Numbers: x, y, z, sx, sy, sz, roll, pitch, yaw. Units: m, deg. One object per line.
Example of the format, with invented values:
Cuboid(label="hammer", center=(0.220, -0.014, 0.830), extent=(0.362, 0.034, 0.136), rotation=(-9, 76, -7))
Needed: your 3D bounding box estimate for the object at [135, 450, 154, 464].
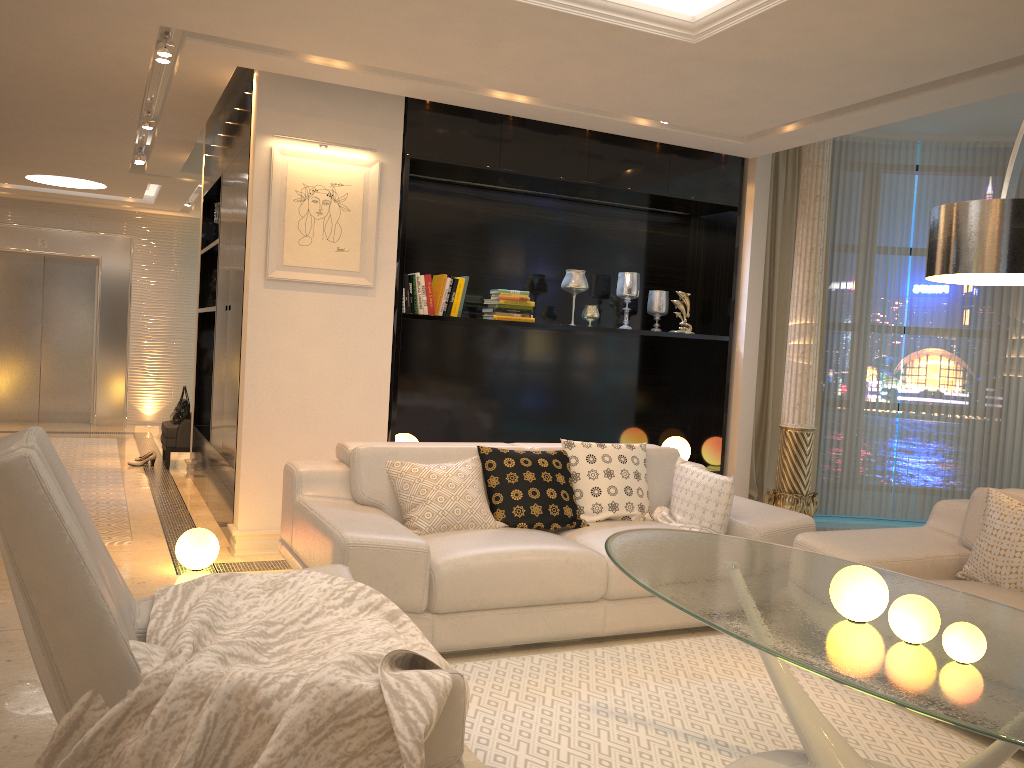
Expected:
Cuboid(label="object", center=(-3.318, 0.651, 8.036), extent=(0.235, 0.135, 0.084), rotation=(4, 3, 23))

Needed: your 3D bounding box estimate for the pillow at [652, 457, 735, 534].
Cuboid(label="pillow", center=(0.875, 0.542, 4.352), extent=(0.281, 0.325, 0.521), rotation=(3, 2, -16))

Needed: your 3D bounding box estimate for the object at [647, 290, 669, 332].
Cuboid(label="object", center=(1.058, -0.516, 6.448), extent=(0.147, 0.317, 0.147), rotation=(2, 3, -23))

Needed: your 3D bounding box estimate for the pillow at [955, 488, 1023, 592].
Cuboid(label="pillow", center=(2.011, 0.633, 3.497), extent=(0.222, 0.380, 0.463), rotation=(2, 3, -21))

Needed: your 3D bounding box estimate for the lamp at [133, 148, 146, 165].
Cuboid(label="lamp", center=(-3.276, -2.003, 7.800), extent=(0.107, 0.127, 0.235), rotation=(2, 3, -25))

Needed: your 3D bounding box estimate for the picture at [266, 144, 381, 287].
Cuboid(label="picture", center=(-1.055, -0.933, 4.986), extent=(0.610, 0.729, 0.027), rotation=(2, 3, -25))

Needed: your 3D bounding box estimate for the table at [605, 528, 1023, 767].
Cuboid(label="table", center=(0.934, 0.896, 2.418), extent=(0.999, 0.565, 2.140), rotation=(2, 3, -26))

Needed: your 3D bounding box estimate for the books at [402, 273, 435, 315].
Cuboid(label="books", center=(-0.616, -0.561, 5.468), extent=(0.240, 0.270, 0.208), rotation=(2, 3, -25))

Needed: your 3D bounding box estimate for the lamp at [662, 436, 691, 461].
Cuboid(label="lamp", center=(1.200, 0.490, 6.495), extent=(0.212, 0.214, 0.213), rotation=(4, 3, 25))

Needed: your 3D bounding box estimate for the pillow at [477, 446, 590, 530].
Cuboid(label="pillow", center=(0.110, 0.490, 4.227), extent=(0.524, 0.355, 0.323), rotation=(2, 3, -25))

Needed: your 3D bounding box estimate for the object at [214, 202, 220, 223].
Cuboid(label="object", center=(-2.174, -1.218, 6.704), extent=(0.155, 0.347, 0.155), rotation=(1, 3, -45))

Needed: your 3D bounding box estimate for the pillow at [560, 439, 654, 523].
Cuboid(label="pillow", center=(0.507, 0.488, 4.459), extent=(0.526, 0.399, 0.255), rotation=(2, 3, -25))

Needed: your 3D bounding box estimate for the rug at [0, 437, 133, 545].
Cuboid(label="rug", center=(-3.898, 0.720, 6.987), extent=(1.526, 0.015, 5.025), rotation=(2, 3, -25))

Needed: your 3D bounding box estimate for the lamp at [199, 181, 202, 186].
Cuboid(label="lamp", center=(-3.094, -2.038, 8.872), extent=(0.107, 0.127, 0.107), rotation=(1, 3, -44))

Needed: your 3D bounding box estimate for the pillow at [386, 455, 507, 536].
Cuboid(label="pillow", center=(-0.302, 0.509, 4.025), extent=(0.521, 0.329, 0.351), rotation=(2, 3, -25))

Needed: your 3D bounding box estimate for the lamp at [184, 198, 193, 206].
Cuboid(label="lamp", center=(-3.777, -2.138, 10.339), extent=(0.107, 0.127, 0.107), rotation=(1, 3, -44))

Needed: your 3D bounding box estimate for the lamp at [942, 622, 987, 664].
Cuboid(label="lamp", center=(1.031, 0.590, 2.023), extent=(0.090, 0.091, 0.090), rotation=(4, 3, 25))

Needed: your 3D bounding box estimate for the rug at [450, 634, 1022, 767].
Cuboid(label="rug", center=(0.919, 1.192, 2.403), extent=(1.661, 0.020, 2.900), rotation=(2, 3, -25))

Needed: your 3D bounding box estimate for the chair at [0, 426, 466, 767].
Cuboid(label="chair", center=(-0.725, 0.615, 2.144), extent=(0.983, 0.991, 1.027), rotation=(2, 3, -26))

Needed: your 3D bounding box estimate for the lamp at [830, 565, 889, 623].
Cuboid(label="lamp", center=(0.902, 0.544, 2.304), extent=(0.143, 0.143, 0.143), rotation=(1, 3, -41))

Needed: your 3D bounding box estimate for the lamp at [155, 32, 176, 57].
Cuboid(label="lamp", center=(-1.826, -1.788, 4.664), extent=(0.107, 0.127, 0.107), rotation=(1, 3, -44))

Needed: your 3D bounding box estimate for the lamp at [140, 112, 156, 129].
Cuboid(label="lamp", center=(-2.633, -1.908, 6.412), extent=(0.107, 0.127, 0.107), rotation=(1, 3, -44))

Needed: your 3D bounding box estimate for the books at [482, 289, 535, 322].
Cuboid(label="books", center=(-0.018, -0.506, 5.781), extent=(0.296, 0.197, 0.260), rotation=(2, 3, -22))

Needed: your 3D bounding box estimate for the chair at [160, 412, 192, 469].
Cuboid(label="chair", center=(-2.836, 0.290, 8.131), extent=(0.702, 0.898, 0.625), rotation=(2, 3, -24))

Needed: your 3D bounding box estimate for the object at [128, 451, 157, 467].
Cuboid(label="object", center=(-3.273, 0.661, 7.848), extent=(0.235, 0.135, 0.084), rotation=(2, 3, -23))

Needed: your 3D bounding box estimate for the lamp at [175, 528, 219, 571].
Cuboid(label="lamp", center=(-1.624, 0.851, 4.580), extent=(0.213, 0.214, 0.212), rotation=(4, 2, 14))

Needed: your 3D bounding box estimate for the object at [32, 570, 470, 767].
Cuboid(label="object", center=(-0.601, 0.827, 1.989), extent=(0.972, 0.580, 1.347), rotation=(4, 2, 12))

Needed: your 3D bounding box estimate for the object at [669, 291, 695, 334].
Cuboid(label="object", center=(1.200, -0.501, 6.242), extent=(0.182, 0.293, 0.116), rotation=(2, 3, -28))

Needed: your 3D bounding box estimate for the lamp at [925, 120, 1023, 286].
Cuboid(label="lamp", center=(2.124, -0.018, 2.912), extent=(2.009, 2.519, 0.393), rotation=(2, 3, -25))

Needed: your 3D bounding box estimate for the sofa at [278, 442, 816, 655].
Cuboid(label="sofa", center=(0.173, 0.700, 4.220), extent=(2.328, 0.754, 1.145), rotation=(2, 3, -25))

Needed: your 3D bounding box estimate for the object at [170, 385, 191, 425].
Cuboid(label="object", center=(-3.004, 0.185, 8.059), extent=(0.168, 0.345, 0.366), rotation=(2, 3, -26))

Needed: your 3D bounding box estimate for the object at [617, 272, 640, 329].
Cuboid(label="object", center=(0.824, -0.580, 6.342), extent=(0.156, 0.426, 0.156), rotation=(2, 3, -20))

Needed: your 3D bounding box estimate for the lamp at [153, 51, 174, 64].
Cuboid(label="lamp", center=(-1.879, -1.796, 4.780), extent=(0.107, 0.127, 0.107), rotation=(1, 3, -44))

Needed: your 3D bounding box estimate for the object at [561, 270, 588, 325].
Cuboid(label="object", center=(0.423, -0.581, 6.043), extent=(0.181, 0.381, 0.181), rotation=(2, 3, -31))

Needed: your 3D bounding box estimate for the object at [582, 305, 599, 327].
Cuboid(label="object", center=(0.539, -0.462, 6.093), extent=(0.119, 0.154, 0.119), rotation=(3, 2, -15))

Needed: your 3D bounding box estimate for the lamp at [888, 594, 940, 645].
Cuboid(label="lamp", center=(0.974, 0.569, 2.148), extent=(0.115, 0.115, 0.115), rotation=(3, 2, 0))

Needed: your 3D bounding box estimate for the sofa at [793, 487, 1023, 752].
Cuboid(label="sofa", center=(2.174, 0.867, 2.998), extent=(1.145, 0.754, 2.328), rotation=(2, 3, -25))

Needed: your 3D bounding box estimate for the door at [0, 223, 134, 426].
Cuboid(label="door", center=(-2.628, -5.958, 1.116), extent=(83.408, 24.296, 83.408), rotation=(3, 2, -4))

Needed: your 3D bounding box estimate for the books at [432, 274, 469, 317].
Cuboid(label="books", center=(-0.408, -0.549, 5.570), extent=(0.210, 0.261, 0.212), rotation=(2, 3, -25))

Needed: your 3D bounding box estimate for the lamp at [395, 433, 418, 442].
Cuboid(label="lamp", center=(-0.685, 0.417, 5.612), extent=(0.213, 0.214, 0.212), rotation=(4, 2, 14))
